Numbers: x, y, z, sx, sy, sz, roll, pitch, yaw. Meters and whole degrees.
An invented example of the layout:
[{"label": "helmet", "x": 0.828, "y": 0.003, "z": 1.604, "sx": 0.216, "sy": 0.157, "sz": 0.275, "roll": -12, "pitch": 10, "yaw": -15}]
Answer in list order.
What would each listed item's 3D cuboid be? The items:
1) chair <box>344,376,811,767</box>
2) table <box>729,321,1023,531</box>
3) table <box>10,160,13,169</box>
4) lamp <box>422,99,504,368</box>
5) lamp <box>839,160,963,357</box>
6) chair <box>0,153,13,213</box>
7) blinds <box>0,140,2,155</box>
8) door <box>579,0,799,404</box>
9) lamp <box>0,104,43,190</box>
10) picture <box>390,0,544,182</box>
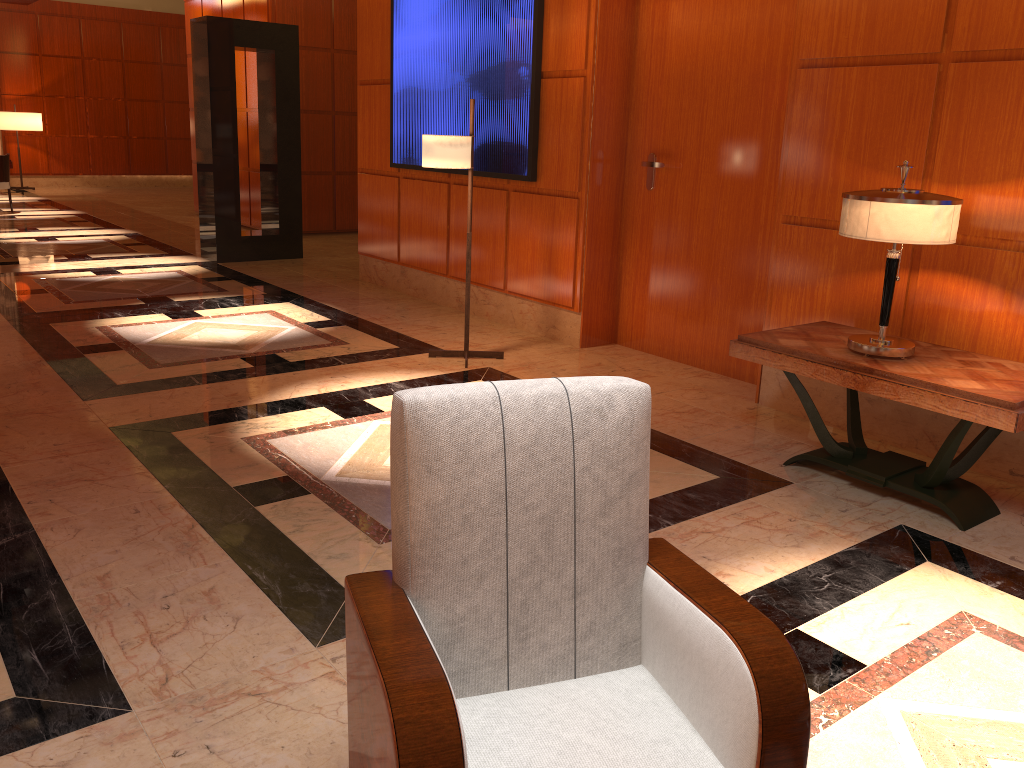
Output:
[{"label": "chair", "x": 0.086, "y": 0.523, "z": 1.708, "sx": 0.738, "sy": 0.952, "sz": 0.634, "roll": -3, "pitch": 15, "yaw": -19}, {"label": "table", "x": 1.658, "y": 0.167, "z": 3.854, "sx": 0.727, "sy": 0.601, "sz": 1.279, "roll": -9, "pitch": 19, "yaw": -36}, {"label": "table", "x": -8.845, "y": -3.075, "z": 13.623, "sx": 0.785, "sy": 0.734, "sz": 2.123, "roll": 8, "pitch": 17, "yaw": 22}, {"label": "lamp", "x": -0.330, "y": -0.953, "z": 5.626, "sx": 0.361, "sy": 1.645, "sz": 0.529, "roll": 14, "pitch": 18, "yaw": 40}, {"label": "lamp", "x": 1.588, "y": -0.528, "z": 3.695, "sx": 0.459, "sy": 0.786, "sz": 0.462, "roll": 6, "pitch": 15, "yaw": 13}, {"label": "chair", "x": -7.865, "y": -3.022, "z": 13.339, "sx": 0.576, "sy": 0.886, "sz": 0.590, "roll": 3, "pitch": 14, "yaw": 5}, {"label": "blinds", "x": -11.786, "y": -5.687, "z": 16.446, "sx": 3.864, "sy": 4.027, "sz": 0.150, "roll": -9, "pitch": 18, "yaw": -37}, {"label": "door", "x": 1.130, "y": -1.369, "z": 5.490, "sx": 0.341, "sy": 2.627, "sz": 1.548, "roll": -8, "pitch": 18, "yaw": -37}, {"label": "lamp", "x": -9.721, "y": -4.678, "z": 17.553, "sx": 0.811, "sy": 1.645, "sz": 0.818, "roll": 3, "pitch": 14, "yaw": 2}, {"label": "picture", "x": -0.427, "y": -2.387, "z": 6.946, "sx": 0.057, "sy": 1.439, "sz": 2.010, "roll": -8, "pitch": 18, "yaw": -37}]
